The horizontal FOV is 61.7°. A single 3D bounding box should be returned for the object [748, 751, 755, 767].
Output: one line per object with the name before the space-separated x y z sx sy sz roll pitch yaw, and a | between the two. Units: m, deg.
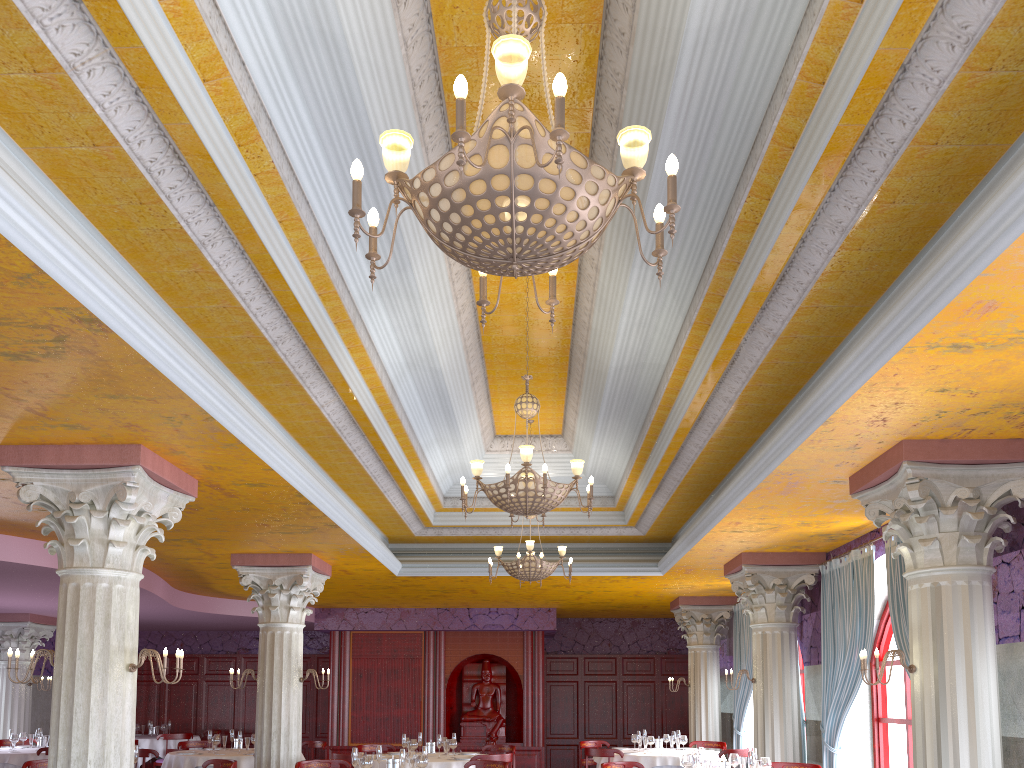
object | 2.360 3.789 8.446 0.075 0.324 0.075 -5 -8 38

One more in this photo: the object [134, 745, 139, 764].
object | -4.071 4.070 9.251 0.075 0.324 0.075 -5 -8 38

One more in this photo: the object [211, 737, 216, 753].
object | -4.547 5.509 13.063 0.086 0.229 0.088 3 -8 -18

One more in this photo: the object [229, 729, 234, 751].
object | -4.467 5.681 13.668 0.075 0.324 0.075 -5 -8 38

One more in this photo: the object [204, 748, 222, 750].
object | -4.826 5.906 13.862 0.313 0.023 0.331 0 -20 2

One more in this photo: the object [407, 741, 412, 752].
object | -1.440 5.150 12.063 0.086 0.229 0.088 3 -8 -18

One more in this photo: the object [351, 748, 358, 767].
object | -1.627 3.930 8.853 0.074 0.324 0.076 1 -6 -7

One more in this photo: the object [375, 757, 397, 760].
object | -1.744 5.153 11.784 0.313 0.023 0.331 0 -20 2

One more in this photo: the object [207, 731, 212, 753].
object | -4.642 5.493 13.155 0.075 0.324 0.075 -5 -8 38

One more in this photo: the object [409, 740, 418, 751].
object | -1.373 5.103 11.969 0.122 0.255 0.127 1 -9 -7

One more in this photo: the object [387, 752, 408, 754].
object | -1.719 5.547 12.863 0.321 0.023 0.323 -17 -26 39

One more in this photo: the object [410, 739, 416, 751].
object | -1.448 5.335 12.570 0.086 0.229 0.088 -4 -8 26

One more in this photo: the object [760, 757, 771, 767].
object | 2.544 3.882 8.603 0.123 0.255 0.126 5 -10 -29

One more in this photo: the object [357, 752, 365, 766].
object | -1.637 4.093 9.202 0.123 0.255 0.126 5 -10 -29

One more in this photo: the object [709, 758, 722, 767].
object | 2.006 3.819 8.432 0.123 0.255 0.126 5 -10 -29

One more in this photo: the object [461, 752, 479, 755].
object | -0.635 5.540 12.838 0.315 0.023 0.329 7 -21 -17

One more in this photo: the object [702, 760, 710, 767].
object | 1.939 3.866 8.527 0.086 0.229 0.088 -4 -8 26

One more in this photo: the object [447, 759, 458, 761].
object | -0.808 5.112 11.649 0.028 0.013 0.239 15 -25 -39

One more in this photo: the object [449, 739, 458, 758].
object | -0.835 5.166 12.139 0.122 0.255 0.127 1 -9 -7

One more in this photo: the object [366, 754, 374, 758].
object | -1.541 4.130 9.268 0.086 0.229 0.089 0 -8 4

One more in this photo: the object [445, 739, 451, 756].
object | -0.939 5.339 12.578 0.086 0.229 0.089 0 -8 4

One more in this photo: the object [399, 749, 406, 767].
object | -1.111 3.867 8.680 0.075 0.324 0.075 -5 -8 38

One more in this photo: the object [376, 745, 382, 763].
object | -1.453 4.117 9.367 0.075 0.324 0.075 -5 -8 38

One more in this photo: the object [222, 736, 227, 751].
object | -4.555 5.694 13.570 0.086 0.229 0.088 3 -8 -18

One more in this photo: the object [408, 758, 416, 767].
object | -1.023 3.949 8.769 0.086 0.229 0.088 -4 -8 26

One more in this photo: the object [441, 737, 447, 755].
object | -1.006 5.361 12.675 0.122 0.255 0.127 1 -9 -7

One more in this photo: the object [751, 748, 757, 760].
object | 2.535 3.977 8.959 0.074 0.324 0.076 1 -6 -7

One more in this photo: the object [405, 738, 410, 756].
object | -1.544 5.298 12.505 0.122 0.255 0.127 1 -9 -7

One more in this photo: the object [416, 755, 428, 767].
object | -0.927 3.961 8.837 0.123 0.255 0.126 5 -10 -29

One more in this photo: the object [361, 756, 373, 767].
object | -1.465 3.897 8.667 0.122 0.255 0.127 1 -9 -7

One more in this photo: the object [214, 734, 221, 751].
object | -4.652 5.656 13.504 0.122 0.255 0.127 -2 -9 15

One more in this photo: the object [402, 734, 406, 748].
object | -1.534 5.135 12.155 0.075 0.324 0.075 -5 -8 38

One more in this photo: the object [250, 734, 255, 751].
object | -4.113 5.720 13.675 0.122 0.255 0.127 -2 -9 15

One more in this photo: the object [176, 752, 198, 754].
object | -4.851 5.512 12.783 0.313 0.023 0.331 0 -20 2

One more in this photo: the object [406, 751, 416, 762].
object | -1.099 4.156 9.373 0.122 0.255 0.127 -2 -9 15

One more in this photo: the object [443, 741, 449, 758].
object | -0.931 5.154 12.071 0.086 0.229 0.088 -4 -8 26

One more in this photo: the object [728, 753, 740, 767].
object | 2.373 4.077 9.139 0.122 0.255 0.127 1 -9 -7

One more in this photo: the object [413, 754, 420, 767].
object | -1.031 4.134 9.276 0.086 0.229 0.089 0 -8 4

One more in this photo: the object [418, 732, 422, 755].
object | -1.360 5.323 12.669 0.075 0.324 0.075 -5 -8 38

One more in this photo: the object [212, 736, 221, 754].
object | -4.480 5.461 12.968 0.122 0.255 0.127 -2 -9 15

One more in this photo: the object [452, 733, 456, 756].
object | -0.844 5.260 12.495 0.075 0.324 0.075 -5 -8 38

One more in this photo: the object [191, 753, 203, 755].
object | -4.682 5.468 12.656 0.263 0.019 0.056 16 -24 -38

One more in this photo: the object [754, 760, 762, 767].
object | 2.448 3.870 8.535 0.086 0.229 0.088 3 -8 -18

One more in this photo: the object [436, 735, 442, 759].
object | -1.019 5.073 11.982 0.075 0.324 0.075 -5 -8 38

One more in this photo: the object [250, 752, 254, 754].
object | -3.767 5.505 12.758 0.313 0.023 0.331 0 -20 2

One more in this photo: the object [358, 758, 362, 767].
object | -1.533 3.945 8.761 0.086 0.229 0.088 -4 -8 26

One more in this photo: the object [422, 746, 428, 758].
object | -0.937 4.055 9.193 0.074 0.324 0.075 4 -7 -29

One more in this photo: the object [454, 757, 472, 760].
object | -0.660 5.146 11.759 0.313 0.023 0.331 0 -20 2

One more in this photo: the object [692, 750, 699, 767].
object | 1.845 3.851 8.619 0.074 0.324 0.076 -2 -7 15
